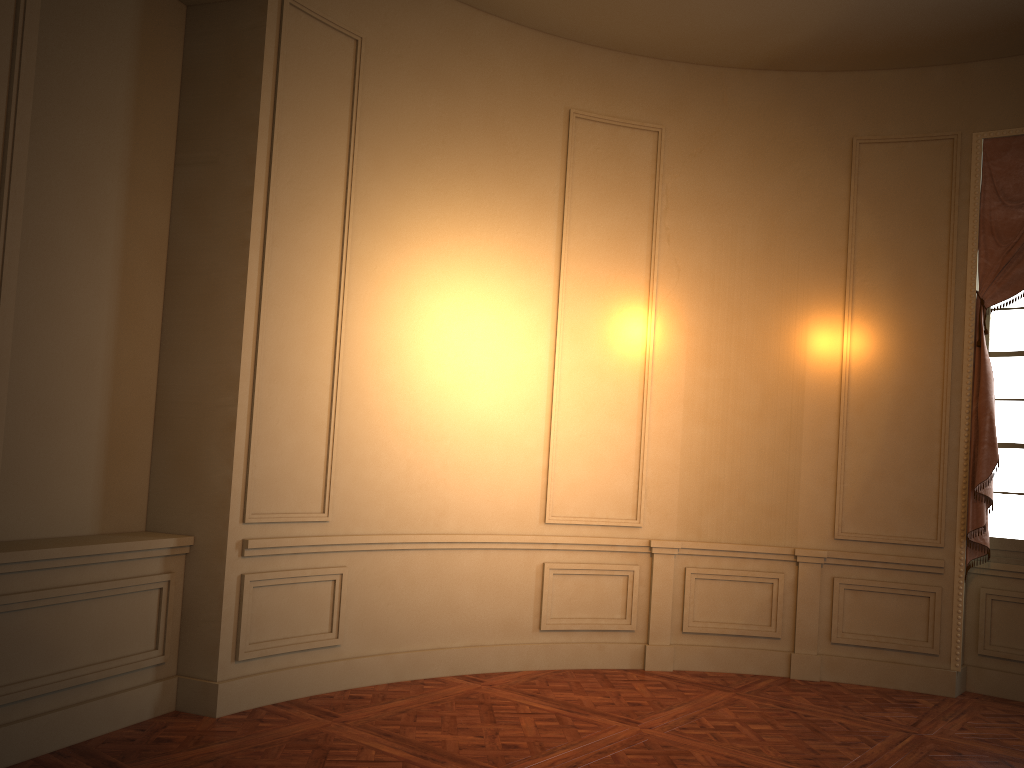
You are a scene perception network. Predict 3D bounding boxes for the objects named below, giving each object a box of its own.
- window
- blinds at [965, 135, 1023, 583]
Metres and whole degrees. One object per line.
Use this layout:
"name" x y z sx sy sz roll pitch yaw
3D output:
"window" 3.709 -0.220 5.681 1.279 2.834 0.157 1 -3 39
"blinds" 3.566 -0.177 5.491 1.302 2.974 0.293 1 -3 38
